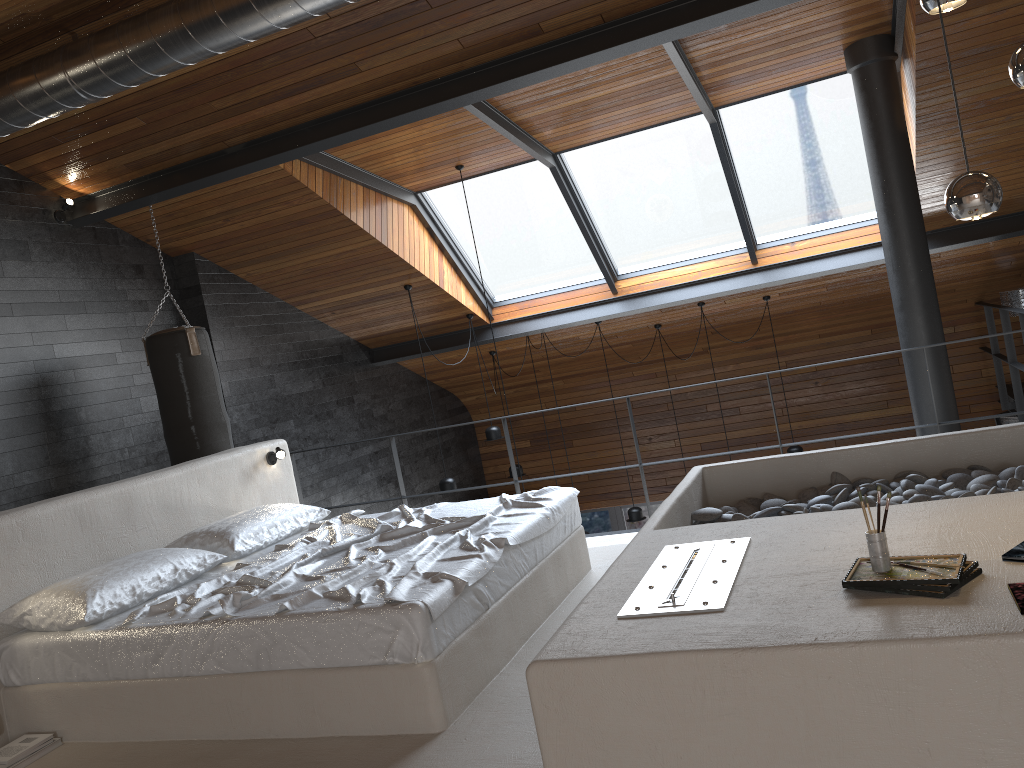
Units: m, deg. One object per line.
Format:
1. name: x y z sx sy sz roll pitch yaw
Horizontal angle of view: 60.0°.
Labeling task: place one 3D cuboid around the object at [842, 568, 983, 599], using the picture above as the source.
1. object: 1.045 0.509 2.323 0.207 0.013 0.276 -13 3 -37

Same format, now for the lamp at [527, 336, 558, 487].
1. lamp: 0.345 0.446 9.101 0.210 2.036 0.210 -13 3 -31

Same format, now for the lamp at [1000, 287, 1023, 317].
1. lamp: 4.865 -0.404 8.205 0.475 1.002 0.475 -9 3 45

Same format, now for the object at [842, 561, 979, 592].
1. object: 1.041 0.497 2.324 0.207 0.013 0.276 -13 3 -44

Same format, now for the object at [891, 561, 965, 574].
1. object: 1.054 0.478 2.313 0.064 0.010 0.232 -13 3 -32

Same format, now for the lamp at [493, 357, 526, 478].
1. lamp: -0.078 0.339 9.702 0.210 1.369 0.210 -13 3 -31

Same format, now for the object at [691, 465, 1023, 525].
1. object: 1.560 0.553 3.691 1.842 0.246 1.436 -10 2 21

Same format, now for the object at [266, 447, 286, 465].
1. object: -1.432 0.438 5.357 0.085 0.106 0.165 -13 3 -41

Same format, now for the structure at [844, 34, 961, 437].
1. structure: 2.880 0.482 5.891 1.197 5.700 1.689 -10 2 22

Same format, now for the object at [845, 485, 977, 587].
1. object: 1.008 0.379 2.315 0.301 0.234 0.245 -9 3 41

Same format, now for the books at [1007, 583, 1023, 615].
1. books: 1.276 0.477 2.005 0.251 0.013 0.188 -10 2 22

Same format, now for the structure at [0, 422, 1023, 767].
1. structure: 0.102 0.673 3.660 4.613 1.120 2.634 -10 2 21

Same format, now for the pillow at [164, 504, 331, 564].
1. pillow: -1.404 0.772 4.700 0.509 0.173 0.842 -10 2 22

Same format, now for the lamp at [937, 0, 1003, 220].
1. lamp: 1.132 -1.330 2.453 0.146 1.771 0.146 -13 3 -43

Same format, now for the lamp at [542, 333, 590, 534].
1. lamp: 0.506 0.497 8.873 0.210 2.273 0.210 -13 3 -31

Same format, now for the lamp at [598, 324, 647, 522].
1. lamp: 1.069 0.383 8.995 0.210 2.034 0.210 -13 3 -31

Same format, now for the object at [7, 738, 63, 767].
1. object: -1.872 1.416 3.350 0.176 0.028 0.269 -10 2 22

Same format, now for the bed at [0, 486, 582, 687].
1. bed: -0.834 0.953 4.050 2.011 0.485 1.826 -10 2 21

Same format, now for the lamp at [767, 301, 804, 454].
1. lamp: 2.622 -0.040 8.617 0.210 1.565 0.210 -13 3 -31

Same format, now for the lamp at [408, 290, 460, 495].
1. lamp: -0.746 0.062 7.951 0.210 1.854 0.210 -13 3 -31

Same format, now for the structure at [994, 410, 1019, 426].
1. structure: 5.255 0.586 8.888 0.488 0.735 0.461 -12 2 -18

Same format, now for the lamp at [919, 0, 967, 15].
1. lamp: 1.200 -1.720 2.655 0.146 1.204 0.146 -13 3 -37

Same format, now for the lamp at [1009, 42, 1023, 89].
1. lamp: 1.355 -1.566 2.479 0.146 1.474 0.146 -13 3 -37

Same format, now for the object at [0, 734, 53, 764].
1. object: -1.880 1.384 3.363 0.161 0.015 0.206 -10 2 22

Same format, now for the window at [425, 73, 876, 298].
1. window: 1.257 -1.622 7.677 3.818 1.031 1.213 -10 2 22

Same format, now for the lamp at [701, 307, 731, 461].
1. lamp: 2.030 0.142 8.694 0.210 1.911 0.210 -13 3 -31

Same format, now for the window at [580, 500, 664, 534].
1. window: 3.194 1.859 10.723 5.935 1.522 0.101 -10 2 22

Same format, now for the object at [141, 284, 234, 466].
1. object: -2.215 0.100 6.129 0.442 1.603 0.445 -13 3 -41

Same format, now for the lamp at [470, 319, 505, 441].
1. lamp: -0.290 -0.052 8.654 0.210 1.206 0.210 -13 3 -31

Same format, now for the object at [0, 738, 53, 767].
1. object: -1.886 1.399 3.350 0.159 0.015 0.231 -10 3 27

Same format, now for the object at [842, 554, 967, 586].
1. object: 1.028 0.486 2.319 0.276 0.013 0.207 -10 3 32

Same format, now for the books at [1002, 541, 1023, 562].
1. books: 1.498 0.421 2.283 0.260 0.019 0.347 -13 3 -37

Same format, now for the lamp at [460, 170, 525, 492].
1. lamp: -0.111 -0.179 7.281 0.210 3.208 0.210 -9 3 44

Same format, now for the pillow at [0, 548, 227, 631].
1. pillow: -1.721 0.867 3.868 0.502 0.176 0.837 -10 2 22

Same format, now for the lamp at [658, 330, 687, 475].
1. lamp: 1.672 0.239 9.192 0.210 2.002 0.210 -13 3 -31
